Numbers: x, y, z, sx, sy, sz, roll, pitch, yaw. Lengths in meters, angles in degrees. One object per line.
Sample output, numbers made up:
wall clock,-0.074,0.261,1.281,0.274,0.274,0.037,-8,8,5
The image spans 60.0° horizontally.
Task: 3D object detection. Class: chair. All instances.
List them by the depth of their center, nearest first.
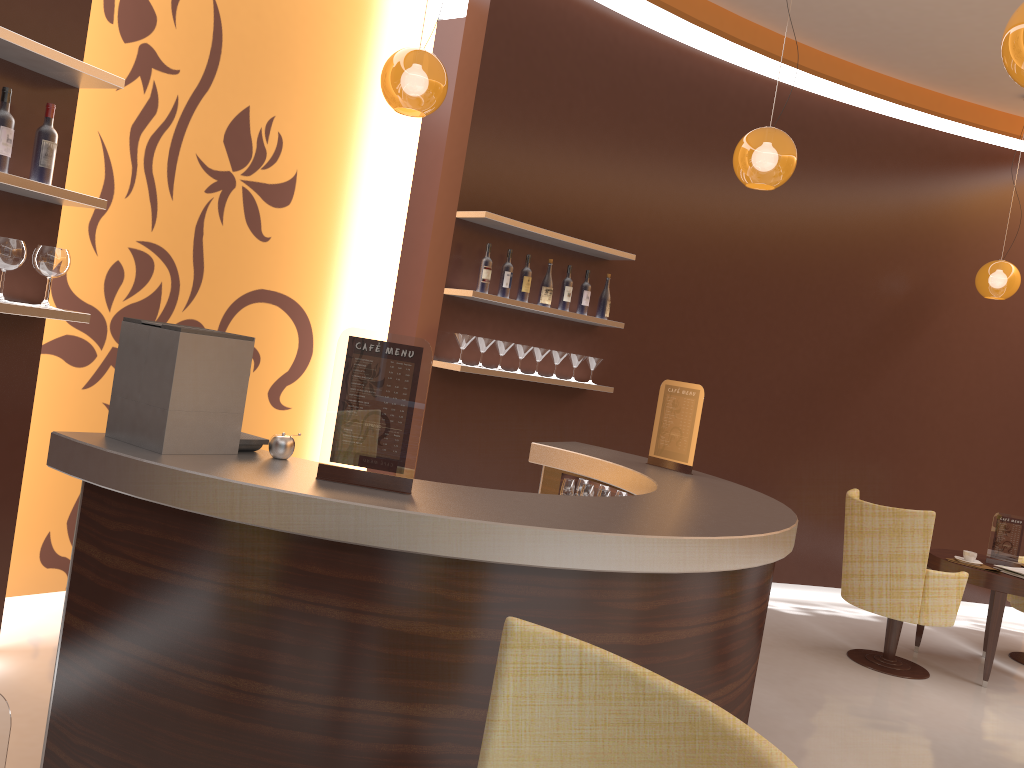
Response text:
chair,-0.012,0.967,1.332,0.685,1.017,0.729,8,2,-33
chair,2.352,1.221,5.439,0.685,1.017,0.729,9,2,-14
chair,3.805,1.437,6.066,0.685,1.017,0.729,9,2,-12

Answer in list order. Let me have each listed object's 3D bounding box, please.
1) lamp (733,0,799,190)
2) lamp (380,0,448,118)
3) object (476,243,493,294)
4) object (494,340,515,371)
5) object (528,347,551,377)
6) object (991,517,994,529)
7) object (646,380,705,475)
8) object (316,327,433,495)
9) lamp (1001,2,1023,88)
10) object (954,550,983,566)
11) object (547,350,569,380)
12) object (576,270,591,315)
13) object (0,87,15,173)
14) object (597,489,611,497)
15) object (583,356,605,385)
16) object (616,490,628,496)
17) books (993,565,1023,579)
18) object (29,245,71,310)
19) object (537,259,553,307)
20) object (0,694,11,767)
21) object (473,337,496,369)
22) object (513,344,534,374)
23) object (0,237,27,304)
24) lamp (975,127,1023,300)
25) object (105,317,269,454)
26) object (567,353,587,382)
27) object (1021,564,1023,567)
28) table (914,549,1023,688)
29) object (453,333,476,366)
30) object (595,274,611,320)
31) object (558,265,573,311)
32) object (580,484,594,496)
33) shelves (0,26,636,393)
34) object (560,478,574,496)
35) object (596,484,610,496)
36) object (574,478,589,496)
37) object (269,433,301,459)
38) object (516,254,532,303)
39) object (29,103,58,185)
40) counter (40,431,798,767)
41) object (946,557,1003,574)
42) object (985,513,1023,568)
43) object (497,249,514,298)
lamp,1.314,-1.689,4.245,0.299,1.500,0.299,9,2,7
lamp,-0.334,-1.946,3.919,0.299,1.500,0.299,9,2,7
object,-0.154,-0.665,5.131,0.073,0.297,0.073,10,2,27
object,-0.063,-0.168,5.322,0.137,0.174,0.137,8,2,-36
object,0.162,-0.137,5.519,0.137,0.174,0.137,8,2,-36
object,3.431,1.076,4.736,0.187,0.335,2.090,9,2,-15
object,0.770,0.195,4.159,0.052,0.414,0.258,8,2,-42
object,-0.364,0.068,2.367,0.258,0.414,0.052,9,2,3
lamp,1.647,-1.579,2.480,0.299,1.500,0.299,8,2,-33
object,2.866,1.088,5.560,0.153,0.069,0.153,10,2,15
object,0.280,-0.120,5.615,0.137,0.174,0.137,8,2,-36
object,0.466,-0.581,5.677,0.073,0.297,0.073,10,2,27
object,-1.725,-0.853,2.997,0.073,0.297,0.073,9,2,-14
object,0.414,0.559,4.058,0.067,0.148,0.067,9,2,-3
object,0.525,-0.087,5.807,0.137,0.174,0.137,8,2,-36
object,0.503,0.572,4.127,0.067,0.148,0.067,8,2,-34
books,3.196,1.169,5.406,0.367,0.035,0.345,9,2,-21
object,-1.688,-0.388,3.235,0.125,0.221,0.125,10,2,14
object,0.217,-0.621,5.484,0.086,0.303,0.086,8,2,-27
object,-0.722,0.517,1.067,0.209,0.335,0.042,9,2,3
object,-0.175,-0.183,5.215,0.137,0.174,0.137,11,2,44
object,0.053,-0.151,5.421,0.137,0.174,0.137,8,2,-36
object,-1.768,-0.397,3.086,0.125,0.221,0.125,10,2,14
lamp,3.696,-1.375,6.549,0.299,1.500,0.299,9,2,-11
object,-0.907,0.011,2.574,0.270,0.340,0.373,10,2,34
object,0.403,-0.103,5.711,0.137,0.174,0.137,10,2,14
object,3.461,1.208,5.747,0.239,0.021,0.464,9,2,-15
table,3.080,1.503,5.671,0.872,0.679,0.874,10,2,25
object,-0.287,-0.198,5.109,0.137,0.174,0.137,11,2,44
object,0.607,-0.567,5.783,0.086,0.303,0.086,9,2,3
object,0.343,-0.598,5.579,0.073,0.297,0.073,10,2,27
object,0.348,0.545,4.166,0.067,0.148,0.067,9,2,-7
shelves,-0.848,-0.590,4.053,0.586,0.902,4.744,11,2,36
object,0.263,0.529,4.260,0.067,0.148,0.067,10,2,15
object,0.433,0.557,4.240,0.067,0.148,0.067,9,2,-7
object,0.341,0.539,4.341,0.067,0.148,0.067,9,2,-12
object,-0.676,0.181,2.607,0.075,0.077,0.075,8,2,-42
object,0.080,-0.634,5.357,0.073,0.297,0.073,9,2,-14
object,-1.656,-0.846,3.146,0.073,0.297,0.073,9,2,-1
counter,0.098,0.883,3.220,1.586,1.100,2.917,10,2,34
object,2.844,1.114,5.554,0.239,0.021,0.464,9,2,3
object,3.185,1.005,5.700,0.209,0.335,0.042,10,2,12
object,-0.032,-0.649,5.250,0.073,0.297,0.073,10,2,27
